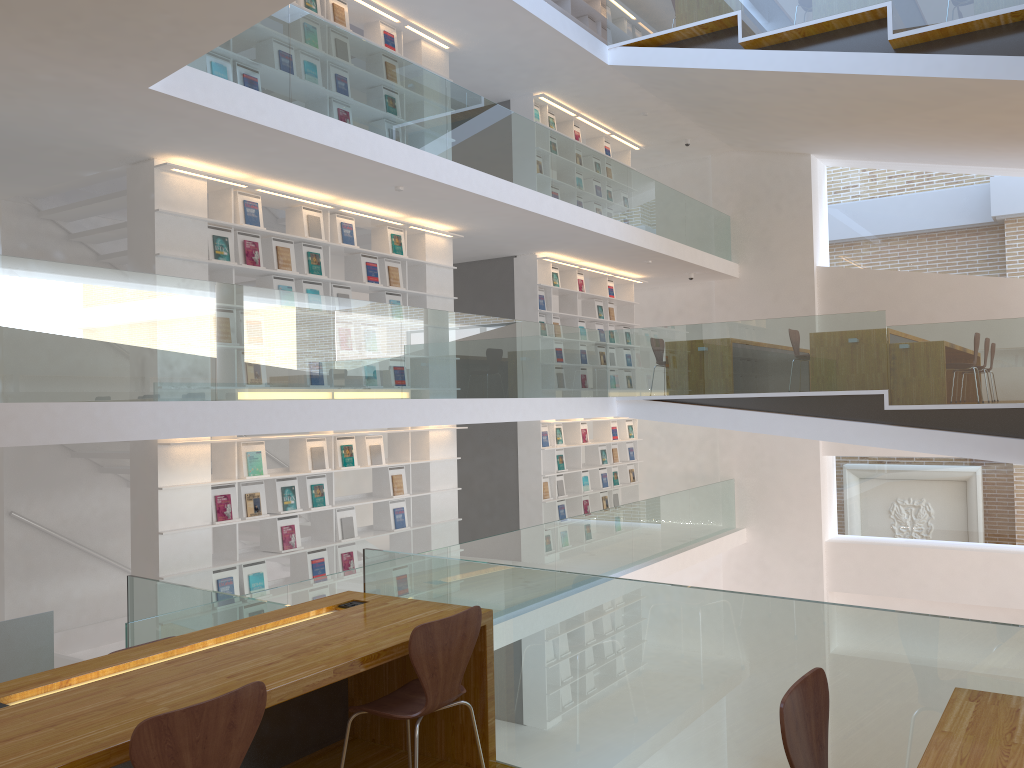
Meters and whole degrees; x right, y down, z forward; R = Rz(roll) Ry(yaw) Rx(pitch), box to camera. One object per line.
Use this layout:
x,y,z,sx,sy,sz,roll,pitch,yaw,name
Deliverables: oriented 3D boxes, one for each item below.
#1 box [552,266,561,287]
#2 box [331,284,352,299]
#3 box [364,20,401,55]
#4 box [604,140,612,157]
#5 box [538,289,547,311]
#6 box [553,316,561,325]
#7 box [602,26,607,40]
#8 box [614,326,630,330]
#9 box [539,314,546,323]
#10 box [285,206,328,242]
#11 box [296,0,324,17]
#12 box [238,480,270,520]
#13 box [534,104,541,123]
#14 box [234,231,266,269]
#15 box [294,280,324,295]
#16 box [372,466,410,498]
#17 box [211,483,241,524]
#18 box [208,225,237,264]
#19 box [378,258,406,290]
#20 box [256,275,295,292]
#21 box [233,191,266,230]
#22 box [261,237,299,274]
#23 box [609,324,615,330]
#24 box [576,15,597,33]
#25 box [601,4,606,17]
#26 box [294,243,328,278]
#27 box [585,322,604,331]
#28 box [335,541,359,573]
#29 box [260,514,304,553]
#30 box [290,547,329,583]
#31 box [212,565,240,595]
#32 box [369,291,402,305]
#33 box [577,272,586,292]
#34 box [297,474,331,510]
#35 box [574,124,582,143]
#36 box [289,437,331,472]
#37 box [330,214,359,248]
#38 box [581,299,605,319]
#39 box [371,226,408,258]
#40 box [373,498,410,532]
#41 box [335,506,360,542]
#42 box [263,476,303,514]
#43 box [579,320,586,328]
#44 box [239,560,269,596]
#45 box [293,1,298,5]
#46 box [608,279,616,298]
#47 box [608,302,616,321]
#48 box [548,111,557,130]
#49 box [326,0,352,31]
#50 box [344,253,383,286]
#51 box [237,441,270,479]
0.488,-1.390,11.669,0.274,0.296,0.245,-2,-2,33,box
-1.642,-0.767,8.280,0.274,0.296,0.245,-2,-2,33,box
-1.308,-3.465,8.943,0.274,0.296,0.245,-2,-2,33,box
1.322,-3.422,13.056,0.274,0.296,0.245,-2,-2,33,box
0.286,-1.065,11.343,0.274,0.296,0.245,-2,-2,33,box
0.503,-0.733,11.655,0.274,0.296,0.245,-2,-2,33,box
1.285,-5.109,13.096,0.274,0.296,0.245,-2,-2,33,box
1.670,-0.717,13.429,0.274,0.296,0.245,-2,-2,33,box
0.296,-0.737,11.341,0.274,0.296,0.245,-2,-2,33,box
-1.853,-1.428,7.997,0.274,0.296,0.245,-2,-2,33,box
-1.898,-3.473,8.047,0.274,0.296,0.245,-2,-2,33,box
-2.201,0.955,7.353,0.274,0.296,0.245,-2,-2,33,box
0.224,-3.439,11.387,0.274,0.296,0.245,-2,-2,33,box
-2.246,-1.104,7.403,0.274,0.296,0.245,-2,-2,33,box
-1.845,-0.770,7.972,0.274,0.296,0.245,-2,-2,33,box
-1.207,0.970,8.842,0.274,0.296,0.245,-2,-2,33,box
-2.358,0.951,7.092,0.274,0.296,0.245,-2,-2,33,box
-2.403,-1.108,7.142,0.274,0.296,0.245,-2,-2,33,box
-1.252,-1.090,8.892,0.274,0.296,0.245,-2,-2,33,box
-2.031,-0.774,7.689,0.274,0.296,0.245,-2,-2,33,box
-2.243,-1.434,7.404,0.274,0.296,0.245,-2,-2,33,box
-2.039,-1.102,7.695,0.274,0.296,0.245,-2,-2,33,box
1.376,-0.720,12.982,0.274,0.296,0.245,-2,-2,33,box
1.086,-5.111,12.794,0.274,0.296,0.245,-2,-2,33,box
1.278,-5.436,13.104,0.274,0.296,0.245,-2,-2,33,box
-1.849,-1.099,7.984,0.274,0.296,0.245,-2,-2,33,box
1.182,-0.723,12.688,0.274,0.296,0.245,-2,-2,33,box
-1.586,1.621,8.227,0.274,0.296,0.245,-2,-2,33,box
-1.984,1.279,7.642,0.274,0.296,0.245,-2,-2,33,box
-1.792,1.618,7.914,0.274,0.296,0.245,-2,-2,33,box
-2.341,1.610,7.079,0.274,0.296,0.245,-2,-2,33,box
-1.244,-0.762,8.885,0.274,0.296,0.245,-2,-2,33,box
0.862,-1.386,12.235,0.274,0.296,0.245,-2,-2,33,box
-1.804,0.961,7.934,0.274,0.296,0.245,-2,-2,33,box
0.817,-3.431,12.284,0.274,0.296,0.245,-2,-2,33,box
-1.807,0.632,7.947,0.274,0.296,0.245,-2,-2,33,box
-1.623,-1.424,8.346,0.274,0.296,0.245,-2,-2,33,box
1.175,-1.051,12.696,0.274,0.296,0.245,-2,-2,33,box
-1.232,-1.418,8.940,0.274,0.296,0.245,-2,-2,33,box
-1.199,1.298,8.835,0.274,0.296,0.245,-2,-2,33,box
-1.596,1.292,8.230,0.274,0.296,0.245,-2,-2,33,box
-1.994,0.951,7.645,0.274,0.296,0.245,-2,-2,33,box
0.887,-0.728,12.238,0.274,0.296,0.245,-2,-2,33,box
-2.178,1.612,7.326,0.274,0.296,0.245,-2,-2,33,box
-2.066,-3.476,7.790,0.274,0.296,0.245,-2,-2,33,box
1.367,-1.377,13.006,0.274,0.296,0.245,-2,-2,33,box
1.374,-1.049,12.998,0.274,0.296,0.245,-2,-2,33,box
0.443,-3.435,11.719,0.274,0.296,0.245,-2,-2,33,box
-1.692,-3.470,8.359,0.274,0.296,0.245,-2,-2,33,box
-1.439,-1.096,8.608,0.274,0.296,0.245,-2,-2,33,box
-2.198,0.626,7.354,0.274,0.296,0.245,-2,-2,33,box
